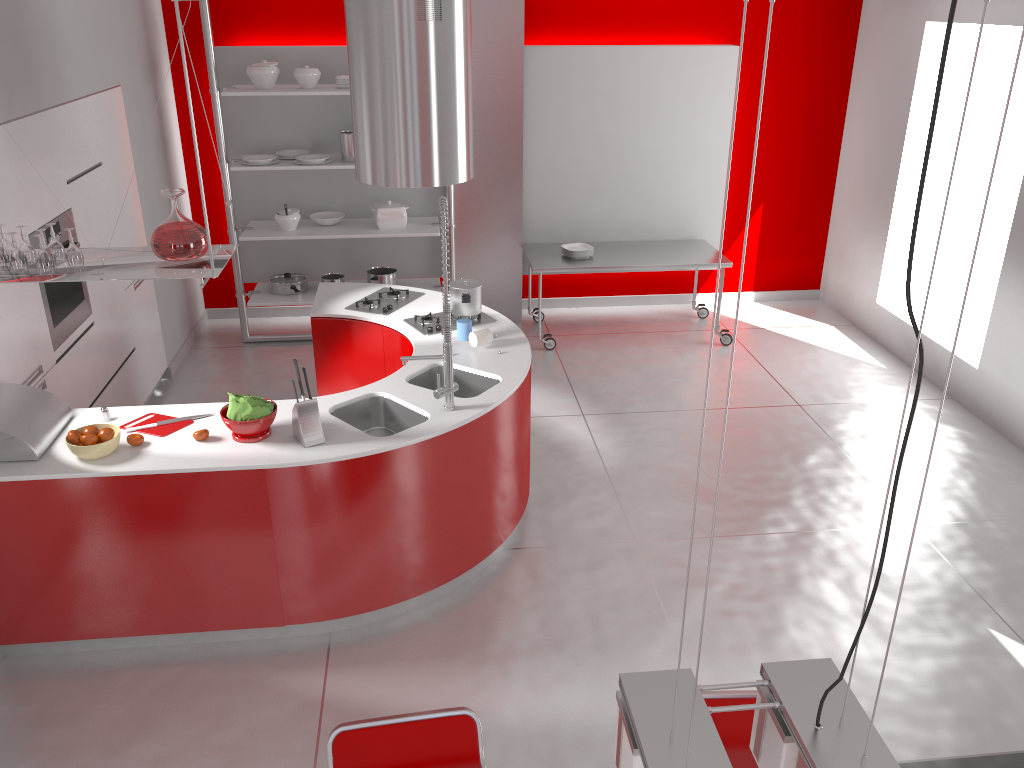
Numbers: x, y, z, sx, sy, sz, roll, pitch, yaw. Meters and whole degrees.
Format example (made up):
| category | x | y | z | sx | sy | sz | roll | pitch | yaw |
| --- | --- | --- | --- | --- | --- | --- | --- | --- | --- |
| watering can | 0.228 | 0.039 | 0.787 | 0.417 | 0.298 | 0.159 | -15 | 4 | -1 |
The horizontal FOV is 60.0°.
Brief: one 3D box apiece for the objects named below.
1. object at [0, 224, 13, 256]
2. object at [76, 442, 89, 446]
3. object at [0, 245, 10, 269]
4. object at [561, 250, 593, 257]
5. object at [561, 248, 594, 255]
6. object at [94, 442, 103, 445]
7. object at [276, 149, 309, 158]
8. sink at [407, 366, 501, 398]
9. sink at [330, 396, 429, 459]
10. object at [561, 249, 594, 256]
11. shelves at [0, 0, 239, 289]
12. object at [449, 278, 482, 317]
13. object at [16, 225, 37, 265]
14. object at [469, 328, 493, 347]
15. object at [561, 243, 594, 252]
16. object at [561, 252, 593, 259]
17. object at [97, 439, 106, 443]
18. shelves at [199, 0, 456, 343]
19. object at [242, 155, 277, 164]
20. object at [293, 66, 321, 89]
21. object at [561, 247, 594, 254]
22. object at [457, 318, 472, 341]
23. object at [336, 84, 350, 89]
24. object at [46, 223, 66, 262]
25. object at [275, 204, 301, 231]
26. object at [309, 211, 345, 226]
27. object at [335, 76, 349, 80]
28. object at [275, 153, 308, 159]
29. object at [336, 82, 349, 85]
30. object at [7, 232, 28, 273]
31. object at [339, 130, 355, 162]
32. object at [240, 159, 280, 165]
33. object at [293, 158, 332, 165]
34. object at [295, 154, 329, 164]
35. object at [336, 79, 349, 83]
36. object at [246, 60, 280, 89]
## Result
| category | x | y | z | sx | sy | sz | roll | pitch | yaw |
| --- | --- | --- | --- | --- | --- | --- | --- | --- | --- |
| object | -1.925 | -0.535 | 3.368 | 0.060 | 0.141 | 0.060 | -2 | 24 | -6 |
| object | -1.708 | 0.243 | 3.543 | 0.055 | 0.058 | 0.066 | 0 | 24 | 0 |
| object | -1.906 | -0.501 | 3.291 | 0.060 | 0.141 | 0.060 | -2 | 24 | -6 |
| object | 0.513 | -1.029 | 6.976 | 0.228 | 0.020 | 0.228 | -10 | 26 | -22 |
| object | 0.513 | -1.048 | 6.968 | 0.228 | 0.020 | 0.228 | -10 | 26 | -22 |
| object | -1.646 | 0.256 | 3.532 | 0.066 | 0.045 | 0.063 | -14 | 28 | -30 |
| object | -1.653 | -1.728 | 6.685 | 0.244 | 0.042 | 0.244 | -6 | 24 | -13 |
| sink | -0.280 | 0.073 | 4.295 | 0.428 | 0.172 | 0.326 | 15 | 28 | 30 |
| sink | -0.585 | 0.225 | 3.948 | 0.428 | 0.172 | 0.326 | 22 | 32 | 40 |
| object | 0.513 | -1.039 | 6.972 | 0.228 | 0.020 | 0.228 | -10 | 26 | -22 |
| shelves | -1.558 | -0.886 | 3.200 | 0.934 | 1.023 | 0.462 | -2 | 24 | -6 |
| object | -0.261 | -0.493 | 4.995 | 0.189 | 0.185 | 0.218 | -21 | 32 | -39 |
| object | -1.838 | -0.526 | 3.348 | 0.060 | 0.141 | 0.060 | -2 | 24 | -6 |
| object | -0.170 | -0.244 | 4.602 | 0.100 | 0.080 | 0.109 | -16 | 29 | -33 |
| object | 0.514 | -1.067 | 6.959 | 0.228 | 0.020 | 0.228 | -10 | 26 | -22 |
| object | 0.513 | -1.020 | 6.980 | 0.228 | 0.020 | 0.228 | -10 | 26 | -22 |
| object | -1.665 | 0.221 | 3.597 | 0.065 | 0.056 | 0.059 | -4 | 24 | -9 |
| shelves | -1.301 | -1.557 | 6.679 | 1.735 | 2.599 | 0.535 | -2 | 24 | -6 |
| object | -1.839 | -1.630 | 6.462 | 0.244 | 0.042 | 0.244 | -9 | 25 | -20 |
| object | -1.463 | -2.195 | 6.342 | 0.192 | 0.153 | 0.192 | 3 | 24 | 7 |
| object | 0.514 | -1.057 | 6.964 | 0.228 | 0.020 | 0.228 | -10 | 26 | -22 |
| object | -0.259 | -0.291 | 4.685 | 0.080 | 0.100 | 0.109 | -15 | 28 | -30 |
| object | -1.167 | -2.159 | 6.417 | 0.200 | 0.030 | 0.200 | -2 | 24 | -6 |
| object | -1.744 | -0.539 | 3.380 | 0.060 | 0.141 | 0.060 | -2 | 24 | -6 |
| object | -1.693 | -1.268 | 6.690 | 0.192 | 0.214 | 0.192 | -8 | 25 | -18 |
| object | -1.431 | -1.274 | 6.880 | 0.272 | 0.072 | 0.272 | -20 | 31 | -38 |
| object | -1.167 | -2.202 | 6.398 | 0.200 | 0.030 | 0.200 | -2 | 24 | -6 |
| object | -1.653 | -1.715 | 6.691 | 0.280 | 0.015 | 0.280 | 14 | 27 | 28 |
| object | -1.167 | -2.174 | 6.411 | 0.200 | 0.030 | 0.200 | -2 | 24 | -6 |
| object | -1.819 | -0.484 | 3.254 | 0.060 | 0.141 | 0.060 | -13 | 27 | -27 |
| object | -1.186 | -1.755 | 6.544 | 0.184 | 0.205 | 0.172 | 0 | 24 | -1 |
| object | -1.839 | -1.618 | 6.468 | 0.280 | 0.015 | 0.280 | 14 | 27 | 28 |
| object | -1.458 | -1.627 | 6.493 | 0.280 | 0.015 | 0.280 | 10 | 26 | 21 |
| object | -1.458 | -1.640 | 6.488 | 0.244 | 0.042 | 0.244 | -9 | 25 | -20 |
| object | -1.167 | -2.187 | 6.405 | 0.200 | 0.030 | 0.200 | -2 | 24 | -6 |
| object | -1.768 | -2.199 | 6.303 | 0.231 | 0.191 | 0.231 | 16 | 28 | 31 |
